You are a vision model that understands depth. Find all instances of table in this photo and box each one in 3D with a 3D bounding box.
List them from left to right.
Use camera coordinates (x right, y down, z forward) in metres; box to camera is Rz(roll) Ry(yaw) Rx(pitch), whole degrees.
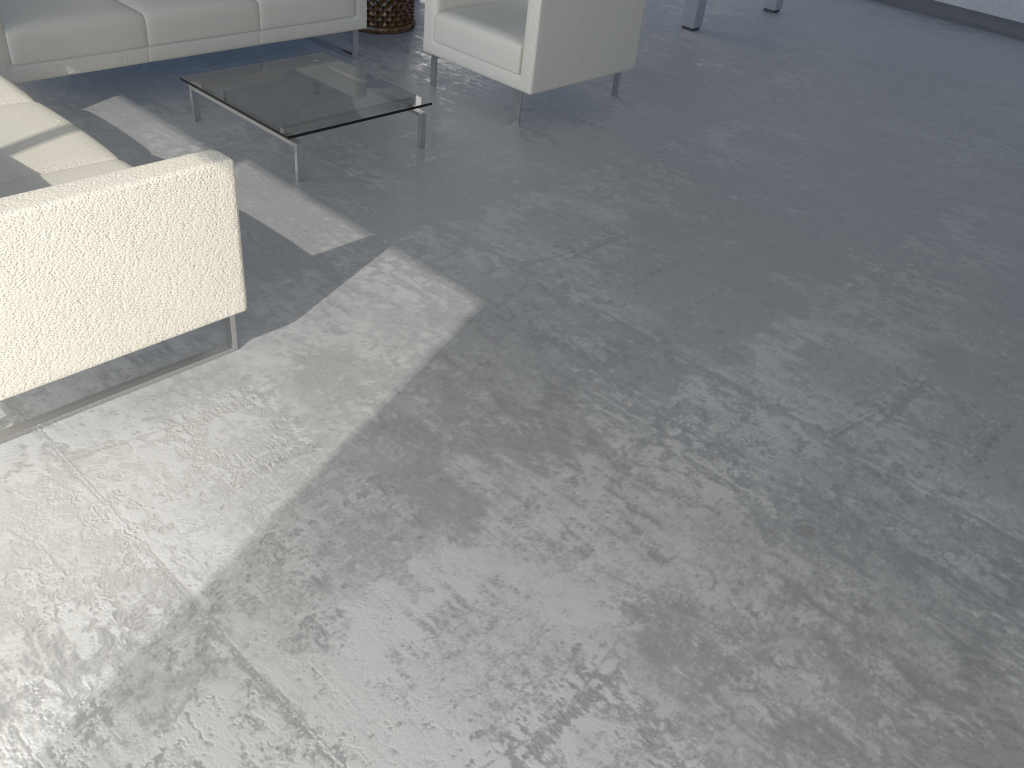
[{"bbox_3d":[-0.876,-1.169,3.812,0.773,0.190,0.730,33,44,31],"label":"table"},{"bbox_3d":[-0.791,-2.307,5.233,0.452,0.358,0.452,16,37,12],"label":"table"},{"bbox_3d":[0.902,-3.414,6.575,2.095,0.835,1.180,33,44,31],"label":"table"}]

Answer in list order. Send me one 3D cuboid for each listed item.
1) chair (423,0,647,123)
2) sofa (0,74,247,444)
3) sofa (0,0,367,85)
[{"bbox_3d":[0.103,-1.789,4.417,0.748,0.662,0.821,33,44,31],"label":"chair"},{"bbox_3d":[-1.648,-0.636,2.563,1.881,0.658,0.821,33,44,31],"label":"sofa"},{"bbox_3d":[-1.676,-1.859,4.216,0.821,0.658,1.881,33,44,31],"label":"sofa"}]
